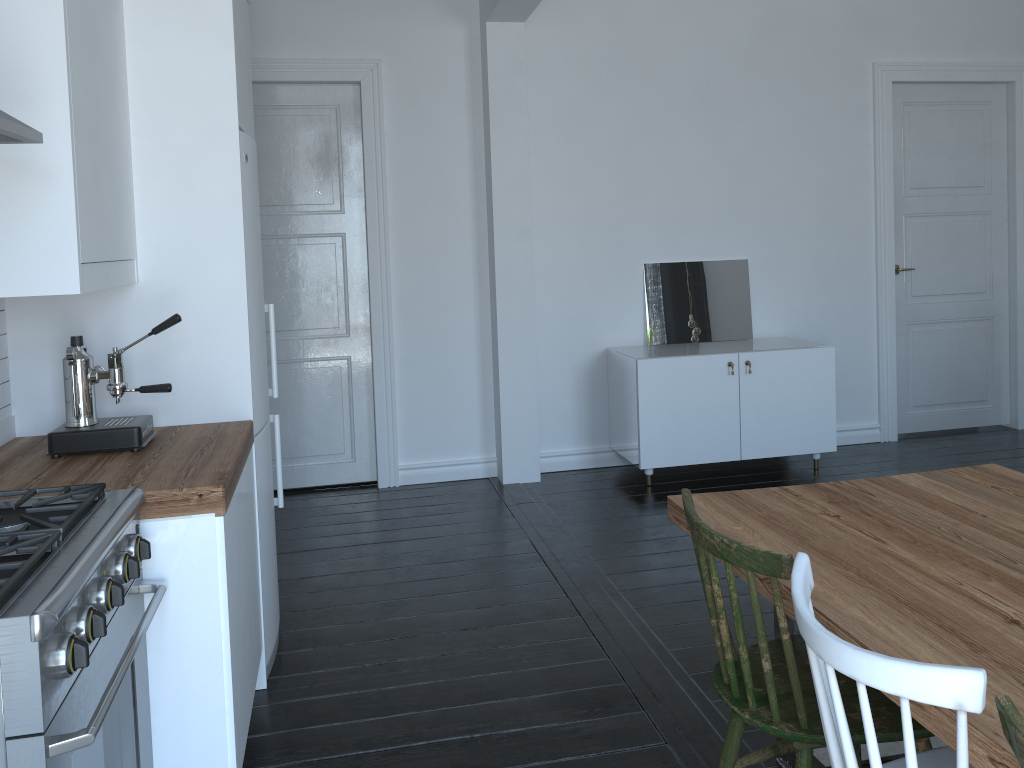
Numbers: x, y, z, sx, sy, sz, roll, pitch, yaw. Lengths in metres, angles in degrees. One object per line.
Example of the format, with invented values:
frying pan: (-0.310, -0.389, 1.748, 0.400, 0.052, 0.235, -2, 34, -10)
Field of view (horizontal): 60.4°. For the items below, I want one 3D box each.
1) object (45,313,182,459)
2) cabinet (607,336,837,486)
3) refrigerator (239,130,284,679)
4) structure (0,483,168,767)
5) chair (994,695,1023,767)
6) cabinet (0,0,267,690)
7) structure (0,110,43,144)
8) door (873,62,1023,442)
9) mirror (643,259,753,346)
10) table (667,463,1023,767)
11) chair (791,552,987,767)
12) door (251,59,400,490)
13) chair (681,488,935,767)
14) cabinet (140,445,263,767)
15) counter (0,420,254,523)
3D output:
object: (-1.107, -0.007, 2.481, 0.353, 0.368, 0.207, -3, 4, -11)
cabinet: (1.241, 0.147, 5.236, 1.202, 0.730, 0.595, -4, 6, -11)
refrigerator: (-1.179, 0.063, 3.054, 0.682, 1.790, 0.579, -3, 3, -11)
structure: (-1.059, 0.688, 1.612, 0.723, 1.012, 0.706, -3, 5, -11)
chair: (0.863, 0.825, 0.954, 0.486, 0.821, 0.471, -3, 4, -13)
cabinet: (-1.034, 0.028, 1.505, 0.780, 2.349, 3.831, -3, 8, -7)
structure: (-1.208, -1.087, 1.465, 0.529, 1.296, 0.638, -3, 4, -11)
door: (2.939, -0.893, 5.893, 1.171, 2.459, 0.116, -3, 3, -12)
mirror: (1.162, -0.512, 5.484, 0.696, 0.499, 0.054, -4, 3, -12)
table: (1.151, 0.794, 1.406, 1.019, 0.709, 2.251, -4, 9, -11)
chair: (0.730, 0.745, 1.417, 0.510, 0.837, 0.469, -3, 4, -11)
door: (-1.223, -0.602, 5.042, 1.043, 2.459, 0.116, -3, 3, -12)
chair: (0.648, 0.676, 1.902, 0.486, 0.822, 0.471, -3, 4, -13)
cabinet: (-0.969, 0.852, 1.224, 0.729, 0.806, 3.221, -2, 9, -3)
counter: (-0.927, 0.419, 1.208, 0.847, 0.073, 3.133, -4, 10, -11)
